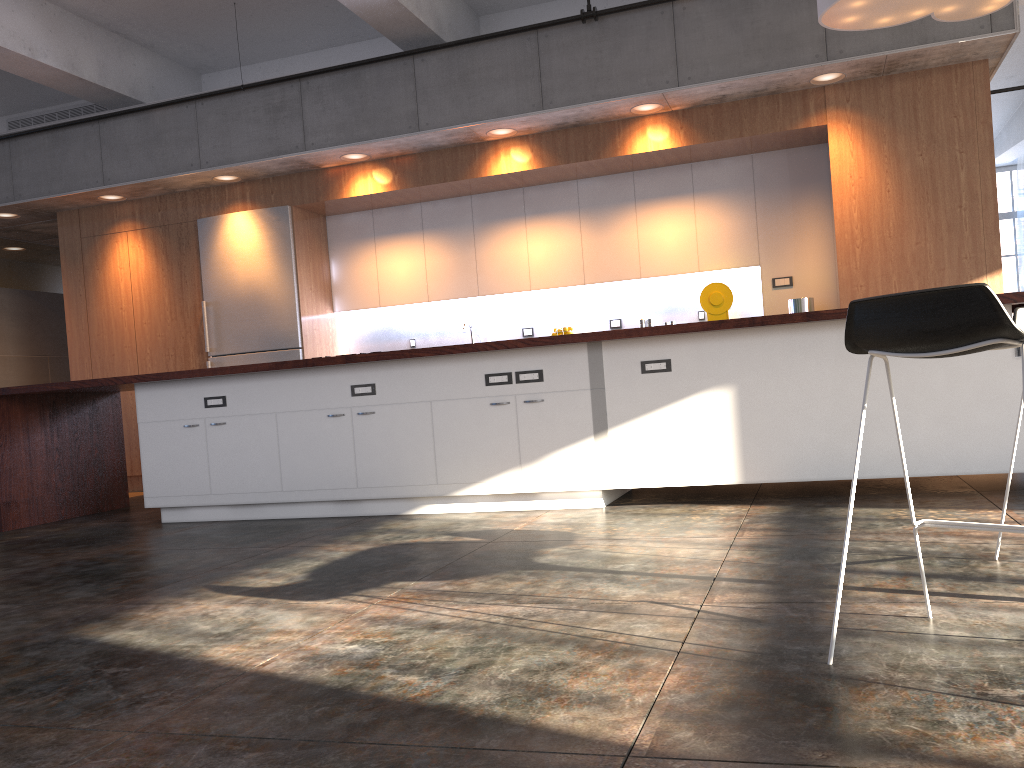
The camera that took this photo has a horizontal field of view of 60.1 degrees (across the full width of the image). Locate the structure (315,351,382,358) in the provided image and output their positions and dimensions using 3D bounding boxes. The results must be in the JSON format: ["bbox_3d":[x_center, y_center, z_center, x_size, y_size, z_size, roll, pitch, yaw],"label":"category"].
[{"bbox_3d":[-1.015,-0.159,5.966,0.632,0.072,0.518,-4,0,18],"label":"structure"}]

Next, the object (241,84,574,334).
[{"bbox_3d":[0.491,-0.419,7.495,0.061,0.053,0.053,-4,0,25],"label":"object"}]

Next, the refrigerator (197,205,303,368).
[{"bbox_3d":[-2.287,-0.425,7.917,0.947,2.192,0.222,-4,1,14],"label":"refrigerator"}]

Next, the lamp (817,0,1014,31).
[{"bbox_3d":[2.304,-2.179,4.855,1.097,0.130,0.991,-4,-1,-26],"label":"lamp"}]

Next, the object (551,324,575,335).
[{"bbox_3d":[-4.941,0.538,10.857,12.963,1.215,0.965,-5,0,28],"label":"object"}]

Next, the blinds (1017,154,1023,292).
[{"bbox_3d":[8.354,-2.035,13.858,0.684,3.560,0.886,-4,1,18],"label":"blinds"}]

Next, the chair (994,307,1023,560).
[{"bbox_3d":[1.818,0.185,2.727,0.465,0.896,0.503,-4,1,-5],"label":"chair"}]

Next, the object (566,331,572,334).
[{"bbox_3d":[-4.515,-1.098,10.424,11.601,2.211,0.063,-5,1,31],"label":"object"}]

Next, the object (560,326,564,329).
[{"bbox_3d":[-4.421,-1.145,8.420,9.829,2.165,0.059,-4,1,11],"label":"object"}]

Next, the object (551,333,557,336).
[{"bbox_3d":[-0.890,-1.405,7.299,2.425,2.229,0.053,-4,1,-7],"label":"object"}]

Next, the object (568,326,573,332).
[{"bbox_3d":[0.488,-0.464,7.473,0.053,0.051,0.063,-4,0,11],"label":"object"}]

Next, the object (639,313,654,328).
[{"bbox_3d":[1.138,-0.495,7.481,0.142,0.210,0.060,-4,1,17],"label":"object"}]

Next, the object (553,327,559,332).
[{"bbox_3d":[0.382,-0.457,7.553,0.060,0.060,0.049,-5,0,-37],"label":"object"}]

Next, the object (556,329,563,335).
[{"bbox_3d":[-3.015,-1.240,7.954,6.827,2.170,0.053,-4,1,9],"label":"object"}]

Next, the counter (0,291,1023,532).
[{"bbox_3d":[-0.169,0.263,5.499,6.578,0.971,1.155,-4,0,17],"label":"counter"}]

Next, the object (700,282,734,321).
[{"bbox_3d":[1.640,-0.616,7.044,0.271,0.381,0.100,-4,1,17],"label":"object"}]

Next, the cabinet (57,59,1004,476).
[{"bbox_3d":[-0.053,-0.689,8.427,8.012,2.563,2.406,-4,0,17],"label":"cabinet"}]

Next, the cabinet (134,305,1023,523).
[{"bbox_3d":[0.406,0.248,5.311,5.582,0.930,0.932,-4,0,17],"label":"cabinet"}]

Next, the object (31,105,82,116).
[{"bbox_3d":[-2.406,-1.553,8.407,5.881,2.869,0.059,-4,1,18],"label":"object"}]

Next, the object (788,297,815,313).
[{"bbox_3d":[2.201,-0.561,6.733,0.193,0.170,0.188,-4,0,-23],"label":"object"}]

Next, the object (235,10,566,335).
[{"bbox_3d":[0.438,-0.419,7.473,0.052,0.053,0.062,-5,0,-34],"label":"object"}]

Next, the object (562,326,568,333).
[{"bbox_3d":[0.448,-0.457,7.438,0.051,0.060,0.058,-4,0,41],"label":"object"}]
